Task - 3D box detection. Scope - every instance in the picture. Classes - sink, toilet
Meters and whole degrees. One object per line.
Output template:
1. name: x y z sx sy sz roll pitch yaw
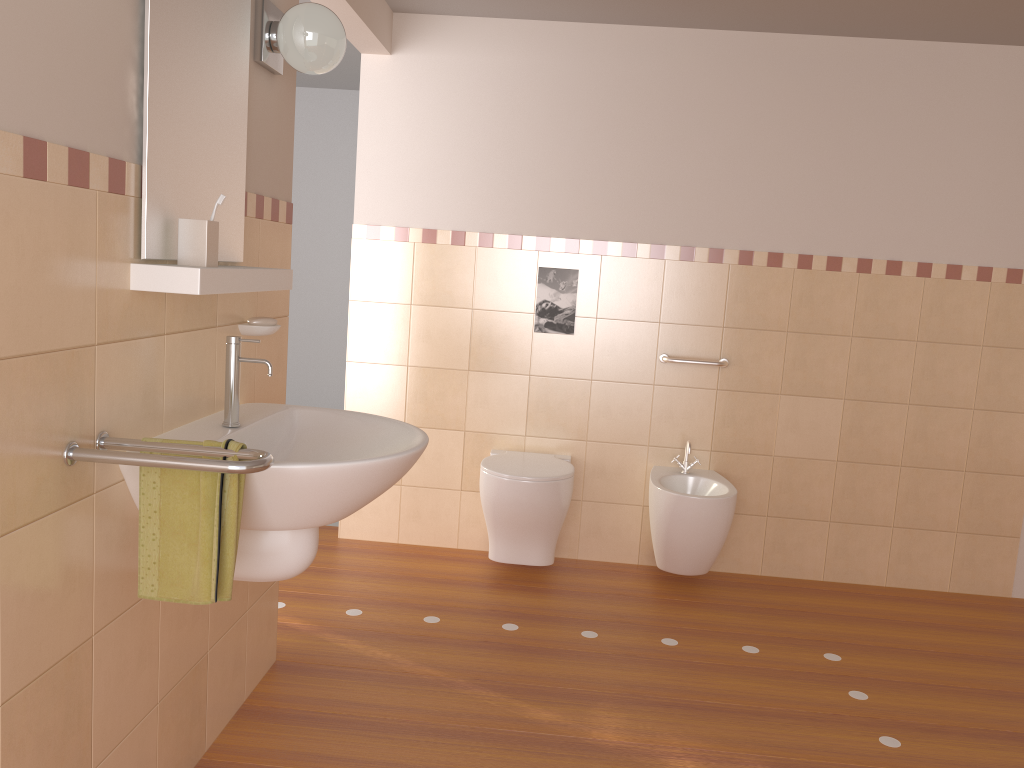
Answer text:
1. sink: 0.718 0.508 3.598 0.335 0.517 0.515 4 7 3
2. sink: -0.458 0.164 1.961 0.539 0.516 0.683 4 7 3
3. toilet: 0.054 0.515 3.636 0.375 0.400 0.534 4 7 3

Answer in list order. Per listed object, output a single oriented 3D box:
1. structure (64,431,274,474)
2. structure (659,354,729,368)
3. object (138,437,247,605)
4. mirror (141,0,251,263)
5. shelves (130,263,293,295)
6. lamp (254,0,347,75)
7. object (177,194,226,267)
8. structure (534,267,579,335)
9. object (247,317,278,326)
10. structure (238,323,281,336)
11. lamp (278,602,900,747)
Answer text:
1. structure: -0.580 0.124 1.538 0.333 0.042 0.142 4 7 3
2. structure: 0.772 -0.094 3.735 0.295 0.042 0.091 4 7 3
3. object: -0.580 0.244 1.611 0.181 0.306 0.085 7 8 19
4. mirror: -0.652 -0.661 1.872 0.008 0.799 0.502 4 7 3
5. shelves: -0.630 -0.229 1.924 0.138 0.050 0.554 4 7 3
6. lamp: -0.526 -0.876 2.251 0.209 0.173 0.173 4 7 3
7. object: -0.624 -0.311 1.787 0.073 0.149 0.063 4 7 3
8. structure: 0.189 -0.353 3.780 0.170 0.279 0.005 4 7 3
9. object: -0.638 -0.159 2.265 0.075 0.023 0.050 -1 9 -32
10. structure: -0.639 -0.137 2.266 0.092 0.029 0.117 4 7 3
11. lamp: -0.413 1.026 1.598 2.893 0.001 3.173 4 7 3
